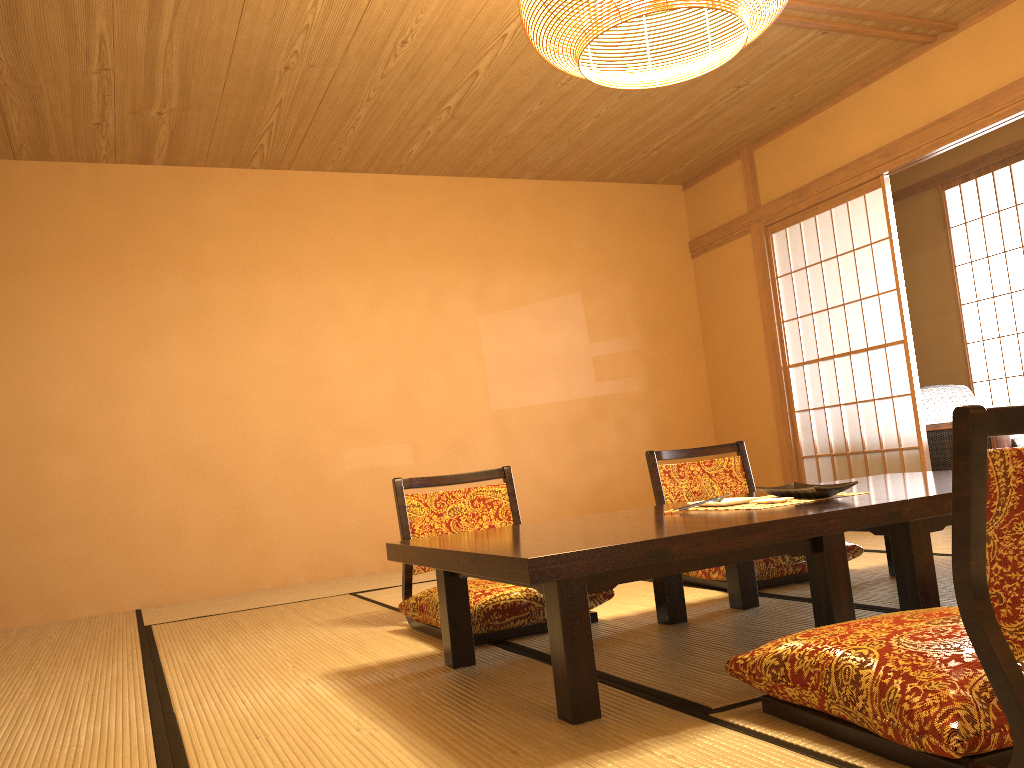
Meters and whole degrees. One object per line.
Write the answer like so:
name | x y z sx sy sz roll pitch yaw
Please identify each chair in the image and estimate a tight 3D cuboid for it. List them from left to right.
chair | -0.073 0.565 3.099 0.582 0.545 0.700 -4 -6 -25
chair | 0.914 0.501 3.550 0.582 0.545 0.688 -4 -5 -20
chair | 0.789 0.321 1.576 0.582 0.545 0.688 -4 -5 -20
chair | 2.844 0.353 5.366 0.872 0.778 0.945 -4 -6 -24

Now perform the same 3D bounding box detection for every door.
door | 1.998 -0.147 5.333 0.040 1.931 0.994 -4 -5 -24
door | 3.472 -0.613 6.044 0.040 1.870 0.994 -4 -5 -24

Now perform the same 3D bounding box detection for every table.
table | 0.302 0.544 2.323 0.994 0.356 0.997 -4 -6 -24
table | 1.207 0.484 2.732 0.994 0.356 0.997 -4 -6 -24

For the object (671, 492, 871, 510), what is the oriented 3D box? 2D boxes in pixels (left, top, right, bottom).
object | 0.733 0.337 2.550 0.398 0.003 0.402 -4 -6 -24

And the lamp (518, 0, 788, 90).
lamp | 0.391 -1.370 2.606 0.798 0.824 0.800 -6 -5 0

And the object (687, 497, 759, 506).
object | 0.614 0.346 2.584 0.130 0.014 0.180 -4 -6 -22

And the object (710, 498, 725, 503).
object | 0.599 0.342 2.585 0.015 0.018 0.050 -4 -6 -27

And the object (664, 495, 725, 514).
object | 0.531 0.347 2.556 0.229 0.030 0.006 -3 -5 -27

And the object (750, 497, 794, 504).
object | 0.717 0.324 2.442 0.067 0.012 0.099 -2 -7 -41

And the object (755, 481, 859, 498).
object | 0.833 0.303 2.526 0.129 0.039 0.350 -5 -6 -11

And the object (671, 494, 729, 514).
object | 0.541 0.344 2.543 0.229 0.030 0.006 -3 -6 -32
